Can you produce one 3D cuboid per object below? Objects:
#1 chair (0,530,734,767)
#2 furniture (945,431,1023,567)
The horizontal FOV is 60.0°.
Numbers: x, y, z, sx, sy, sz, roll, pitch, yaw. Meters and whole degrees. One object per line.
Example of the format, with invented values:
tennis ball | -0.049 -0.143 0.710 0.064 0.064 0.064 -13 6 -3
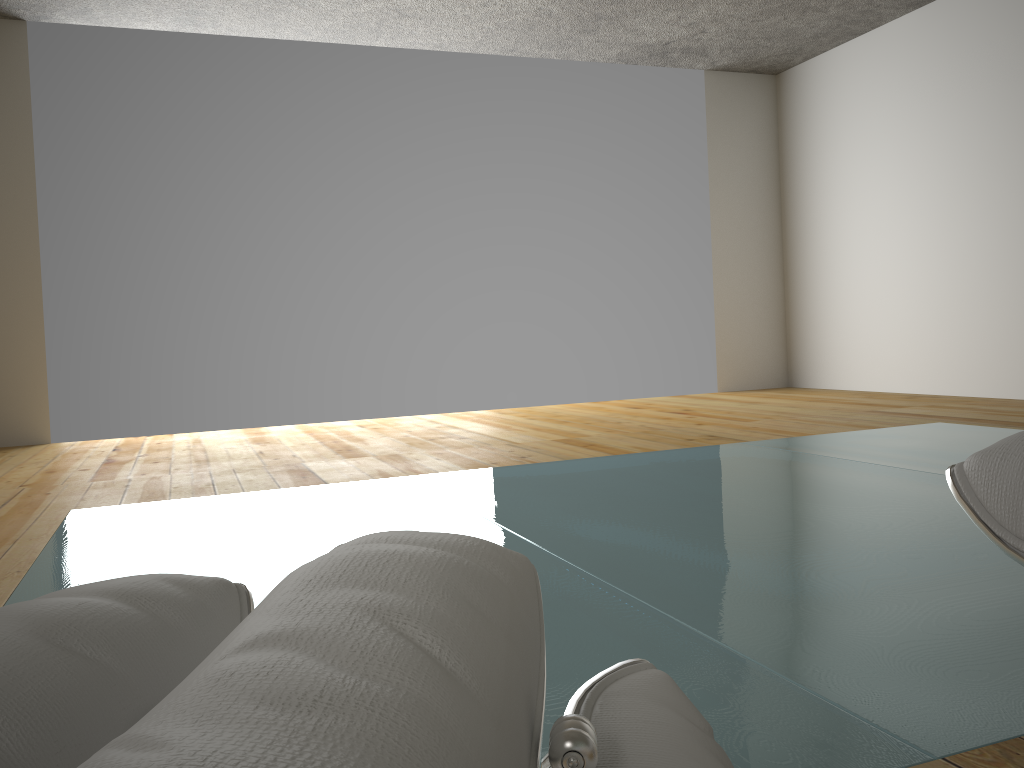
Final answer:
chair | -0.360 0.003 0.249 0.914 0.968 0.570 -3 2 4
furniture | 0.551 0.222 0.303 0.686 0.439 0.570 -3 2 -14
